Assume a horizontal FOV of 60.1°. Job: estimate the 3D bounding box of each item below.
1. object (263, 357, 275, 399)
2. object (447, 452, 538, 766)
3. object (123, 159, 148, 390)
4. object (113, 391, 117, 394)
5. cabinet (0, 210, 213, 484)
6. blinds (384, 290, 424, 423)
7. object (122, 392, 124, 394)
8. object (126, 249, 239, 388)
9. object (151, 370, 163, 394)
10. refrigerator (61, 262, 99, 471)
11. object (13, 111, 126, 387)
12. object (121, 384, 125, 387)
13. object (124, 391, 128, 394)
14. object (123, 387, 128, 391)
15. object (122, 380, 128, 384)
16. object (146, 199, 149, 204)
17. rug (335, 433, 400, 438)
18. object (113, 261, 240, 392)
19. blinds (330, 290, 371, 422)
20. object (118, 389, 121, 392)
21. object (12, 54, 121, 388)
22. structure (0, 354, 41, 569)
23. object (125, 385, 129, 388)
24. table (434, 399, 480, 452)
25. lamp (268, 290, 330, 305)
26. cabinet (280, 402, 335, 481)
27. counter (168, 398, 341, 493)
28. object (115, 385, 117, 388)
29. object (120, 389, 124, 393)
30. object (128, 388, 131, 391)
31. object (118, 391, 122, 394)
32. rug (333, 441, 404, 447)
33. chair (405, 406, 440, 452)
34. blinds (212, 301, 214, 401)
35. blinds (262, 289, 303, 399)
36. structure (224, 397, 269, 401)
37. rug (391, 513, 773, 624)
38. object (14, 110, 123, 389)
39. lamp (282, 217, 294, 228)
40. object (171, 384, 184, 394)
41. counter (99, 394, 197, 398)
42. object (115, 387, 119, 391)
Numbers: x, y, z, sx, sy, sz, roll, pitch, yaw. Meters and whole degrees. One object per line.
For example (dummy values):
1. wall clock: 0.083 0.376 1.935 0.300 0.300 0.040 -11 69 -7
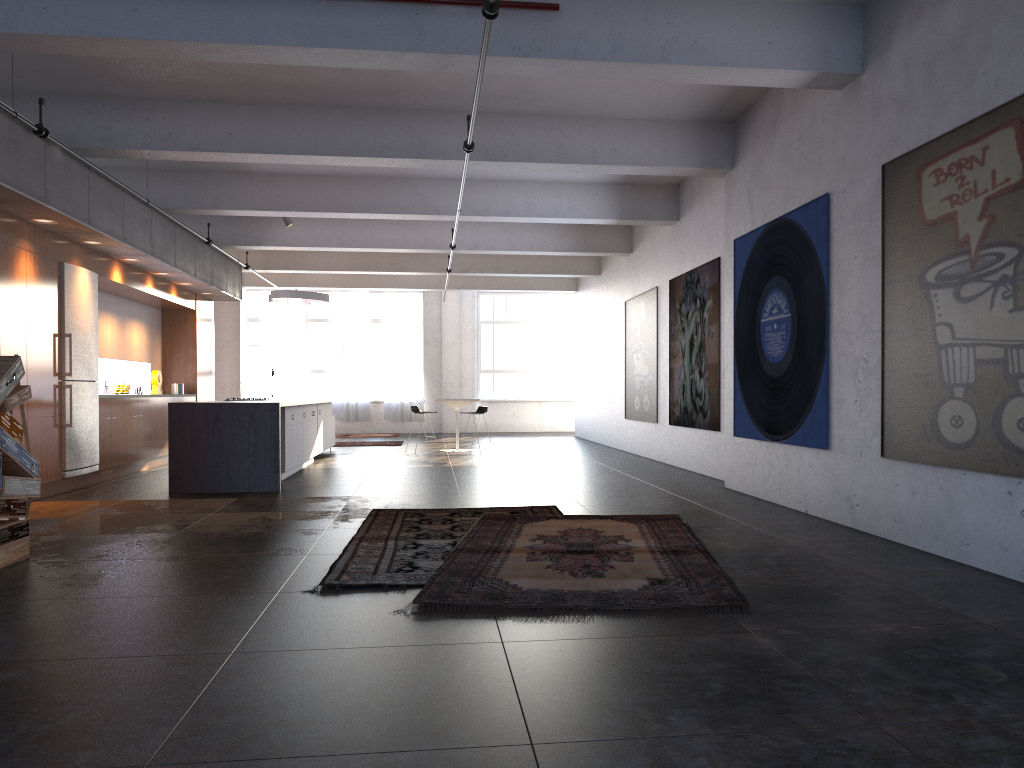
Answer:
1. object: -5.741 0.324 20.728 1.186 1.920 1.050 0 0 -7
2. object: -4.038 1.314 9.617 19.844 0.001 27.064 0 -1 -6
3. object: -5.427 0.066 12.423 0.050 0.053 0.065 0 0 31
4. object: -6.333 0.583 6.020 0.054 1.095 12.799 0 -1 7
5. cabinet: -6.125 -0.257 11.557 2.391 2.563 8.065 0 0 -6
6. blinds: -2.818 -0.867 23.122 1.036 3.752 0.340 0 1 -9
7. object: -5.260 -1.318 9.472 0.058 2.868 5.930 0 0 -4
8. object: -5.401 0.028 12.449 0.057 0.060 0.053 0 0 17
9. object: -5.497 -0.024 13.718 0.100 0.381 0.273 0 0 -6
10. refrigerator: -4.807 -0.179 9.748 0.221 2.191 0.949 0 1 -8
11. object: -5.448 0.025 12.471 0.063 0.051 0.052 0 0 -14
12. object: -4.496 -1.084 7.618 0.059 2.165 9.815 0 0 -11
13. object: -5.056 -0.996 13.754 0.057 2.310 2.943 0 0 13
14. object: -4.814 -1.029 11.344 0.054 2.228 2.368 -1 0 -30
15. object: -5.701 0.049 13.058 0.060 0.210 0.143 0 0 -6
16. object: -5.467 0.069 12.462 0.052 0.053 0.062 0 0 1
17. rug: -4.365 1.279 21.909 3.147 0.009 1.805 0 -1 -8
18. object: -6.445 0.523 5.956 0.946 1.214 13.225 0 -1 5
19. blinds: -4.182 -0.860 22.932 1.043 3.698 0.336 0 1 -11
20. object: -5.502 0.083 12.401 0.061 0.053 0.052 0 0 37
21. object: -5.480 0.022 12.337 0.058 0.060 0.051 0 0 28
22. structure: -3.299 0.466 5.028 0.641 1.315 1.903 0 0 -5
23. object: -4.604 -1.053 9.111 0.054 2.169 6.797 0 0 -14
24. table: -1.001 0.750 16.205 0.832 0.952 0.825 0 0 -6
25. lamp: -3.822 -1.501 15.392 1.057 0.130 1.029 -1 -1 40
26. cabinet: -3.414 0.751 13.344 0.926 0.930 5.620 0 -1 -5
27. counter: -3.369 0.715 12.736 1.147 0.971 6.622 0 -1 -5
28. object: -5.525 0.036 12.385 0.062 0.053 0.052 0 0 41
29. object: -5.436 0.099 12.344 0.053 0.053 0.061 0 0 -24
30. object: -6.285 -1.067 6.620 0.061 2.210 11.876 0 0 9
31. object: -5.474 0.123 12.363 0.051 0.055 0.060 0 0 -16
32. rug: -3.718 1.233 18.286 2.899 0.029 1.845 0 -1 -7
33. chair: -1.593 0.837 15.803 0.514 0.895 0.455 0 0 -30
34. blinds: -7.376 -0.848 22.537 1.032 3.714 0.313 0 1 -9
35. blinds: -5.876 -0.848 22.711 1.038 3.675 0.359 0 1 -8
36. structure: -3.495 0.216 11.776 0.514 0.072 0.637 0 -1 -6
37. rug: 0.454 1.094 5.809 1.872 0.048 3.530 0 -1 4
38. object: -4.691 -1.045 9.710 0.057 2.190 5.569 0 0 -16
39. lamp: -3.515 -2.588 13.832 0.225 0.287 0.130 0 0 -23
40. object: -5.422 0.082 14.366 0.186 0.170 0.194 0 0 42
41. counter: -5.813 0.167 12.352 1.615 0.039 4.438 0 -1 -6
42. object: -5.500 0.071 12.339 0.054 0.054 0.060 0 0 -15
